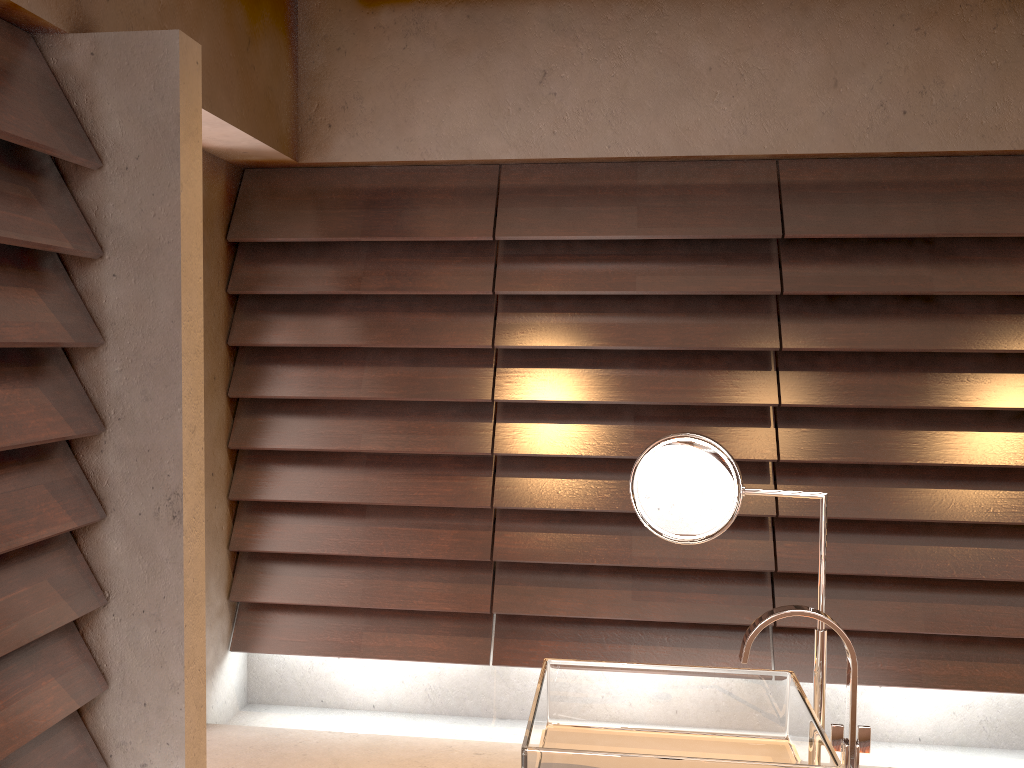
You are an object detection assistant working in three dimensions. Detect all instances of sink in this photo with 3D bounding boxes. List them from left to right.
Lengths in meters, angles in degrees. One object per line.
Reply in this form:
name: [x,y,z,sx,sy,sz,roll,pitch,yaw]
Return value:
sink: [0.273,0.498,1.301,0.486,0.357,0.340,1,3,7]

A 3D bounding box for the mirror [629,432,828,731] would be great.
mirror: [0.350,0.376,1.464,0.316,0.589,0.074,1,3,9]
